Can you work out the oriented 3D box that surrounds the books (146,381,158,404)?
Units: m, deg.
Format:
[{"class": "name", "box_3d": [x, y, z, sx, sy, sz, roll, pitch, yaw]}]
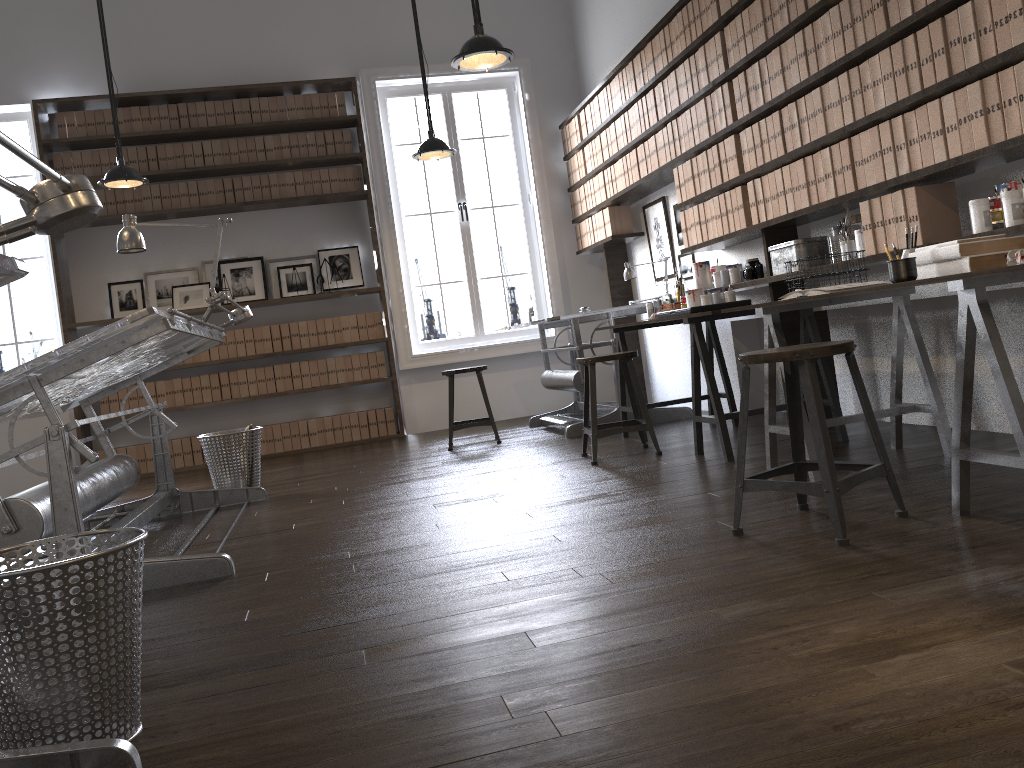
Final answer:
[{"class": "books", "box_3d": [-2.856, 0.093, 7.061, 0.067, 0.226, 0.174, -8, 1, -12]}]

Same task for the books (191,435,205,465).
[{"class": "books", "box_3d": [-2.517, 0.530, 7.117, 0.067, 0.226, 0.174, -8, 1, -12]}]

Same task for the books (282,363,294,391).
[{"class": "books", "box_3d": [-1.841, -0.057, 7.277, 0.067, 0.226, 0.174, -8, 1, -12]}]

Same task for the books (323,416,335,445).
[{"class": "books", "box_3d": [-1.512, 0.382, 7.330, 0.067, 0.226, 0.174, -8, 1, -12]}]

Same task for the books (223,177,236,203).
[{"class": "books", "box_3d": [-2.301, -1.556, 7.234, 0.067, 0.226, 0.174, -8, 1, -12]}]

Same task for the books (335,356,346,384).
[{"class": "books", "box_3d": [-1.428, -0.118, 7.369, 0.067, 0.225, 0.174, -8, 1, -12]}]

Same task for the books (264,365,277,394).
[{"class": "books", "box_3d": [-1.976, -0.037, 7.253, 0.067, 0.226, 0.174, -8, 1, -12]}]

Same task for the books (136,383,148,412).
[{"class": "books", "box_3d": [-2.925, 0.103, 7.050, 0.067, 0.226, 0.174, -8, 1, -12]}]

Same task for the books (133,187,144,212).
[{"class": "books", "box_3d": [-2.974, -1.457, 7.094, 0.067, 0.225, 0.174, -8, 1, -12]}]

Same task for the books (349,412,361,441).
[{"class": "books", "box_3d": [-1.310, 0.352, 7.375, 0.067, 0.226, 0.174, -8, 1, -12]}]

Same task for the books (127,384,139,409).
[{"class": "books", "box_3d": [-2.993, 0.113, 7.038, 0.067, 0.226, 0.174, -8, 1, -12]}]

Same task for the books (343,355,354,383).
[{"class": "books", "box_3d": [-1.367, -0.127, 7.383, 0.067, 0.225, 0.174, -8, 1, -12]}]

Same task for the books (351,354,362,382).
[{"class": "books", "box_3d": [-1.302, -0.136, 7.392, 0.067, 0.226, 0.174, -8, 1, -12]}]

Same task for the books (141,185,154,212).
[{"class": "books", "box_3d": [-2.912, -1.466, 7.106, 0.067, 0.225, 0.174, -8, 1, -12]}]

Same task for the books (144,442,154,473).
[{"class": "books", "box_3d": [-2.861, 0.581, 7.042, 0.067, 0.226, 0.174, -8, 1, -12]}]

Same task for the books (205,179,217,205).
[{"class": "books", "box_3d": [-2.437, -1.536, 7.208, 0.067, 0.225, 0.174, -8, 1, -12]}]

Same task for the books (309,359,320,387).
[{"class": "books", "box_3d": [-1.635, -0.088, 7.328, 0.067, 0.226, 0.174, -8, 1, -12]}]

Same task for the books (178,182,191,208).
[{"class": "books", "box_3d": [-2.639, -1.507, 7.164, 0.067, 0.226, 0.174, -8, 1, -12]}]

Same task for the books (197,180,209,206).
[{"class": "books", "box_3d": [-2.498, -1.527, 7.191, 0.067, 0.226, 0.174, -8, 1, -12]}]

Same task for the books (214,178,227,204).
[{"class": "books", "box_3d": [-2.374, -1.546, 7.224, 0.067, 0.225, 0.174, -8, 1, -12]}]

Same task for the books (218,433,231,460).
[{"class": "books", "box_3d": [-2.320, 0.501, 7.157, 0.067, 0.226, 0.174, -8, 1, -12]}]

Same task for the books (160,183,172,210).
[{"class": "books", "box_3d": [-2.775, -1.487, 7.137, 0.067, 0.226, 0.174, -8, 1, -12]}]

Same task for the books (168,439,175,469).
[{"class": "books", "box_3d": [-2.728, 0.561, 7.077, 0.067, 0.226, 0.174, -8, 1, -12]}]

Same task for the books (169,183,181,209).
[{"class": "books", "box_3d": [-2.707, -1.497, 7.154, 0.067, 0.226, 0.174, -8, 1, -12]}]

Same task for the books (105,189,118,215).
[{"class": "books", "box_3d": [-3.173, -1.428, 7.053, 0.067, 0.226, 0.174, -8, 1, -12]}]

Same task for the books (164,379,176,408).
[{"class": "books", "box_3d": [-2.726, 0.074, 7.093, 0.067, 0.225, 0.174, -8, 1, -12]}]

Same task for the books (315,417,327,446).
[{"class": "books", "box_3d": [-1.578, 0.391, 7.321, 0.067, 0.225, 0.174, -8, 1, -12]}]

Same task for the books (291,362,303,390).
[{"class": "books", "box_3d": [-1.771, -0.067, 7.292, 0.067, 0.226, 0.174, -8, 1, -12]}]

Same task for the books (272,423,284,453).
[{"class": "books", "box_3d": [-1.911, 0.441, 7.245, 0.067, 0.226, 0.174, -8, 1, -12]}]

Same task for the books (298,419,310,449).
[{"class": "books", "box_3d": [-1.708, 0.411, 7.290, 0.067, 0.226, 0.174, -8, 1, -12]}]

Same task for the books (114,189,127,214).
[{"class": "books", "box_3d": [-3.104, -1.438, 7.068, 0.067, 0.226, 0.174, -8, 1, -12]}]

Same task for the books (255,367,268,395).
[{"class": "books", "box_3d": [-2.044, -0.027, 7.241, 0.067, 0.226, 0.174, -8, 1, -12]}]

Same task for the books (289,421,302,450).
[{"class": "books", "box_3d": [-1.777, 0.421, 7.279, 0.067, 0.226, 0.174, -8, 1, -12]}]

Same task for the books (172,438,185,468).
[{"class": "books", "box_3d": [-2.659, 0.551, 7.087, 0.067, 0.226, 0.174, -8, 1, -12]}]

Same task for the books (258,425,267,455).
[{"class": "books", "box_3d": [-2.038, 0.460, 7.221, 0.067, 0.225, 0.174, -8, 1, -12]}]

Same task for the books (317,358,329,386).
[{"class": "books", "box_3d": [-1.567, -0.098, 7.341, 0.067, 0.226, 0.174, -8, 1, -12]}]

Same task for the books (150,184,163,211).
[{"class": "books", "box_3d": [-2.842, -1.476, 7.119, 0.067, 0.226, 0.174, -8, 1, -12]}]

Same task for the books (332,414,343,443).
[{"class": "books", "box_3d": [-1.448, 0.372, 7.350, 0.067, 0.226, 0.174, -8, 1, -12]}]

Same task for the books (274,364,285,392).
[{"class": "books", "box_3d": [-1.903, -0.048, 7.268, 0.067, 0.225, 0.174, -8, 1, -12]}]

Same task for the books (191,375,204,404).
[{"class": "books", "box_3d": [-2.527, 0.044, 7.136, 0.067, 0.226, 0.174, -8, 1, -12]}]

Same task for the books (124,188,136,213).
[{"class": "books", "box_3d": [-3.037, -1.447, 7.076, 0.067, 0.226, 0.174, -8, 1, -12]}]

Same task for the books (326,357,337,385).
[{"class": "books", "box_3d": [-1.498, -0.108, 7.352, 0.067, 0.226, 0.174, -8, 1, -12]}]

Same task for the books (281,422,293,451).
[{"class": "books", "box_3d": [-1.845, 0.431, 7.266, 0.067, 0.226, 0.174, -8, 1, -12]}]

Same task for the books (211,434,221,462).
[{"class": "books", "box_3d": [-2.382, 0.510, 7.149, 0.067, 0.225, 0.174, -8, 1, -12]}]

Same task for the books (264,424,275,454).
[{"class": "books", "box_3d": [-1.977, 0.450, 7.236, 0.067, 0.225, 0.174, -8, 1, -12]}]

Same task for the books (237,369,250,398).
[{"class": "books", "box_3d": [-2.180, -0.007, 7.204, 0.067, 0.226, 0.174, -8, 1, -12]}]

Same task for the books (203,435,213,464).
[{"class": "books", "box_3d": [-2.446, 0.520, 7.137, 0.067, 0.225, 0.174, -8, 1, -12]}]

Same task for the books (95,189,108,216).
[{"class": "books", "box_3d": [-3.241, -1.418, 7.034, 0.067, 0.226, 0.174, -8, 1, -12]}]

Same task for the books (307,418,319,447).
[{"class": "books", "box_3d": [-1.638, 0.401, 7.307, 0.067, 0.225, 0.174, -8, 1, -12]}]

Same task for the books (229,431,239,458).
[{"class": "books", "box_3d": [-2.250, 0.491, 7.172, 0.067, 0.226, 0.174, -8, 1, -12]}]

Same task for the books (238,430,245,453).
[{"class": "books", "box_3d": [-2.180, 0.481, 7.191, 0.067, 0.226, 0.174, -8, 1, -12]}]

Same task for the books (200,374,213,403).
[{"class": "books", "box_3d": [-2.458, 0.034, 7.147, 0.067, 0.226, 0.174, -8, 1, -12]}]

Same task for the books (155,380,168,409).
[{"class": "books", "box_3d": [-2.787, 0.083, 7.078, 0.067, 0.225, 0.174, -8, 1, -12]}]

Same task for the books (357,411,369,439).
[{"class": "books", "box_3d": [-1.242, 0.342, 7.395, 0.067, 0.226, 0.174, -8, 1, -12]}]

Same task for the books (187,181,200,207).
[{"class": "books", "box_3d": [-2.568, -1.517, 7.176, 0.067, 0.226, 0.174, -8, 1, -12]}]

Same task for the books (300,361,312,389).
[{"class": "books", "box_3d": [-1.701, -0.078, 7.310, 0.067, 0.226, 0.174, -8, 1, -12]}]

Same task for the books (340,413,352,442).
[{"class": "books", "box_3d": [-1.379, 0.362, 7.365, 0.067, 0.226, 0.174, -8, 1, -12]}]

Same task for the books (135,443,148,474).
[{"class": "books", "box_3d": [-2.927, 0.591, 7.033, 0.067, 0.225, 0.174, -8, 1, -12]}]

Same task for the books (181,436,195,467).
[{"class": "books", "box_3d": [-2.591, 0.541, 7.106, 0.067, 0.226, 0.174, -8, 1, -12]}]
